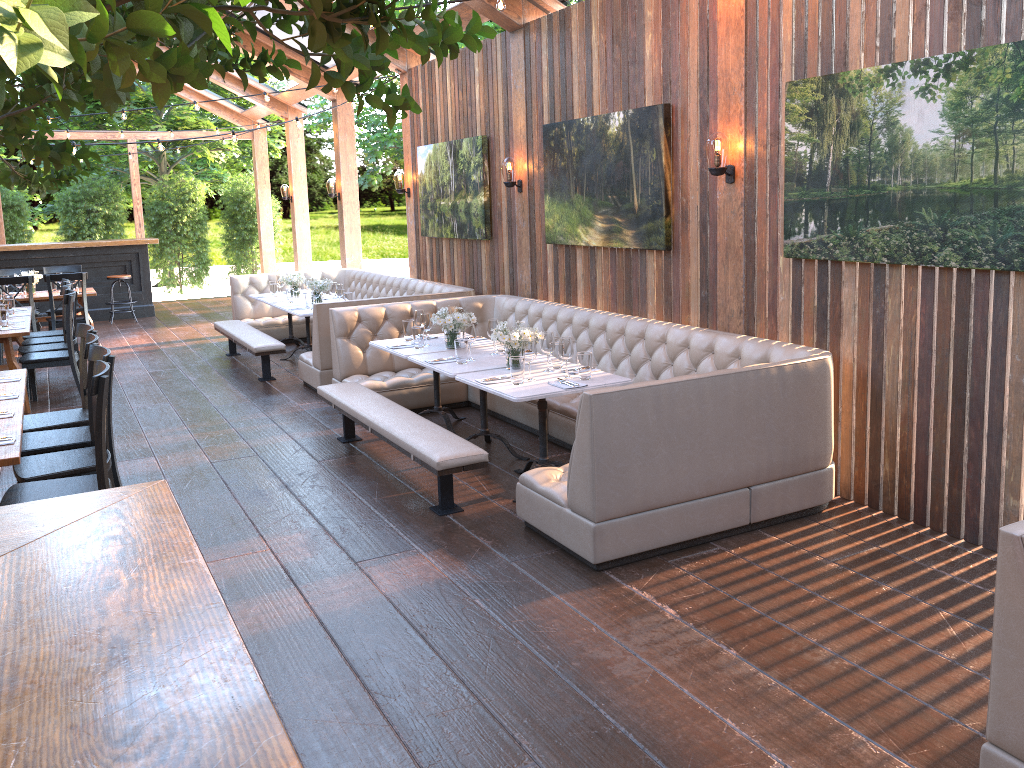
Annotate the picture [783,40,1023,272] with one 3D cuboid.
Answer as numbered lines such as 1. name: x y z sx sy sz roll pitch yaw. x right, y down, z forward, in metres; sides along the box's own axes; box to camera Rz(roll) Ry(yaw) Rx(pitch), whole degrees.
1. picture: 1.969 -1.086 4.367 0.065 0.988 1.663 -6 12 -27

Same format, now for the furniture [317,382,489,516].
1. furniture: -0.798 0.371 5.782 0.314 0.395 2.347 -7 13 -27

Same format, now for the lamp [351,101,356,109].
1. lamp: -1.744 -3.078 9.694 0.069 0.116 0.057 -5 10 -21

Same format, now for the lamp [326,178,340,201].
1. lamp: -2.576 -2.797 12.733 0.178 0.317 0.147 -7 10 -27

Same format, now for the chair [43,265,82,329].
1. chair: -6.054 -1.075 11.993 0.478 1.010 0.544 -6 10 -22

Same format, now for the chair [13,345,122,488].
1. chair: -2.323 0.343 4.655 0.541 1.010 0.480 -8 11 -32

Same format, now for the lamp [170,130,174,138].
1. lamp: -5.230 -3.850 13.603 0.056 0.120 0.056 -8 11 -34

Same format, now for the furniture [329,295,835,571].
1. furniture: 0.148 0.010 6.243 1.715 0.850 4.190 -8 13 -27

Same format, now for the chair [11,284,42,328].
1. chair: -7.380 -1.171 13.342 0.468 0.728 0.472 -2 9 -4

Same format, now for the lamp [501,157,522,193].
1. lamp: -0.007 -1.872 7.925 0.178 0.317 0.147 -7 10 -27

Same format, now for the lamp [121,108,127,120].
1. lamp: -4.232 -2.941 9.645 0.056 0.119 0.057 5 11 38

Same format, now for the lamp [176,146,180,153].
1. lamp: -5.572 -3.908 14.765 0.065 0.117 0.057 -6 10 -25

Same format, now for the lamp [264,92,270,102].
1. lamp: -2.743 -3.214 9.893 0.056 0.113 0.076 -7 11 -29

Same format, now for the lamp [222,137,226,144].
1. lamp: -4.842 -4.091 14.887 0.056 0.119 0.057 -5 9 -19

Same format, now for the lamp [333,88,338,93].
1. lamp: -2.013 -3.365 10.040 0.064 0.117 0.057 5 11 36

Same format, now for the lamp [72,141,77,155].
1. lamp: -3.769 -2.027 7.619 0.056 0.120 0.057 -7 10 -28

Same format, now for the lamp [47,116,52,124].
1. lamp: -4.965 -2.818 9.500 0.056 0.120 0.057 -4 9 -13

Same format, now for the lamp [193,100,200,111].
1. lamp: -3.483 -3.069 9.752 0.075 0.113 0.057 1 9 18

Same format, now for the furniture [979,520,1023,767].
1. furniture: 2.982 1.031 0.939 1.715 0.850 4.190 -8 13 -27

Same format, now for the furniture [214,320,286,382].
1. furniture: -2.915 -0.392 9.744 0.314 0.395 2.347 -7 13 -27

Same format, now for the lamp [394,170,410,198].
1. lamp: -1.288 -2.333 10.322 0.178 0.317 0.147 -7 10 -27

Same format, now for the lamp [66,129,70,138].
1. lamp: -6.289 -3.544 12.534 0.056 0.120 0.057 -3 9 -9

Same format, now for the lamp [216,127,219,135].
1. lamp: -4.706 -4.043 14.135 0.056 0.120 0.057 6 12 40

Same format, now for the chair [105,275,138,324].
1. chair: -6.172 -1.343 13.971 0.470 0.728 0.470 -10 12 -40

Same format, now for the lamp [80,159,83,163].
1. lamp: -7.068 -3.693 14.519 0.056 0.120 0.057 2 10 24

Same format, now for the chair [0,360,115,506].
1. chair: -2.093 0.442 4.148 0.541 1.010 0.481 -6 10 -22

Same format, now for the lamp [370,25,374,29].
1. lamp: -0.794 -2.048 4.950 0.056 0.120 0.057 -4 9 -15

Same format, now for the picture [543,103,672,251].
1. picture: 0.678 -1.548 6.769 0.065 0.988 1.663 -6 12 -27

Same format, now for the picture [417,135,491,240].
1. picture: -0.636 -2.018 9.213 0.065 0.988 1.663 -6 12 -27

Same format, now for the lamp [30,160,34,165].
1. lamp: -7.814 -3.630 14.390 0.056 0.120 0.057 3 10 31

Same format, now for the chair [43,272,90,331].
1. chair: -5.464 -0.862 10.888 0.479 1.010 0.543 -8 11 -32

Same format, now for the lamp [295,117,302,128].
1. lamp: -2.219 -2.718 9.195 0.056 0.118 0.060 -1 9 3

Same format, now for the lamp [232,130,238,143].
1. lamp: -2.725 -2.430 8.684 0.056 0.119 0.057 -7 10 -30

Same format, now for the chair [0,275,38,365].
1. chair: -5.958 -0.792 10.630 0.479 1.010 0.543 -6 10 -27

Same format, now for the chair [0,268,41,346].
1. chair: -6.548 -1.005 11.736 0.479 1.010 0.543 -8 11 -32

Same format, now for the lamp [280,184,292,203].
1. lamp: -3.869 -3.263 15.153 0.178 0.317 0.147 -7 10 -27

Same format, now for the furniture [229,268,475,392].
1. furniture: -1.976 -0.755 10.217 1.715 0.850 4.190 -8 13 -27

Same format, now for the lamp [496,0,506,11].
1. lamp: -0.065 -2.206 5.088 0.056 0.120 0.057 -2 9 -3

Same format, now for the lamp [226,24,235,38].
1. lamp: -1.534 -1.921 4.806 0.056 0.120 0.057 -5 9 -18

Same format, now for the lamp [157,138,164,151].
1. lamp: -3.237 -2.204 8.154 0.056 0.119 0.057 2 10 22

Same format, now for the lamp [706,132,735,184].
1. lamp: 1.290 -1.405 5.497 0.178 0.317 0.147 -7 10 -27

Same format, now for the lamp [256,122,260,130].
1. lamp: -4.211 -4.273 14.661 0.056 0.116 0.067 -5 10 -20

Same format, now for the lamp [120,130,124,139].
1. lamp: -5.757 -3.687 13.065 0.056 0.120 0.057 -4 9 -11

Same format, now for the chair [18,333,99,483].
1. chair: -2.607 0.252 5.136 0.541 1.010 0.481 -6 10 -24

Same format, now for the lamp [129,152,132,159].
1. lamp: -6.326 -3.784 14.663 0.056 0.119 0.057 3 10 28
